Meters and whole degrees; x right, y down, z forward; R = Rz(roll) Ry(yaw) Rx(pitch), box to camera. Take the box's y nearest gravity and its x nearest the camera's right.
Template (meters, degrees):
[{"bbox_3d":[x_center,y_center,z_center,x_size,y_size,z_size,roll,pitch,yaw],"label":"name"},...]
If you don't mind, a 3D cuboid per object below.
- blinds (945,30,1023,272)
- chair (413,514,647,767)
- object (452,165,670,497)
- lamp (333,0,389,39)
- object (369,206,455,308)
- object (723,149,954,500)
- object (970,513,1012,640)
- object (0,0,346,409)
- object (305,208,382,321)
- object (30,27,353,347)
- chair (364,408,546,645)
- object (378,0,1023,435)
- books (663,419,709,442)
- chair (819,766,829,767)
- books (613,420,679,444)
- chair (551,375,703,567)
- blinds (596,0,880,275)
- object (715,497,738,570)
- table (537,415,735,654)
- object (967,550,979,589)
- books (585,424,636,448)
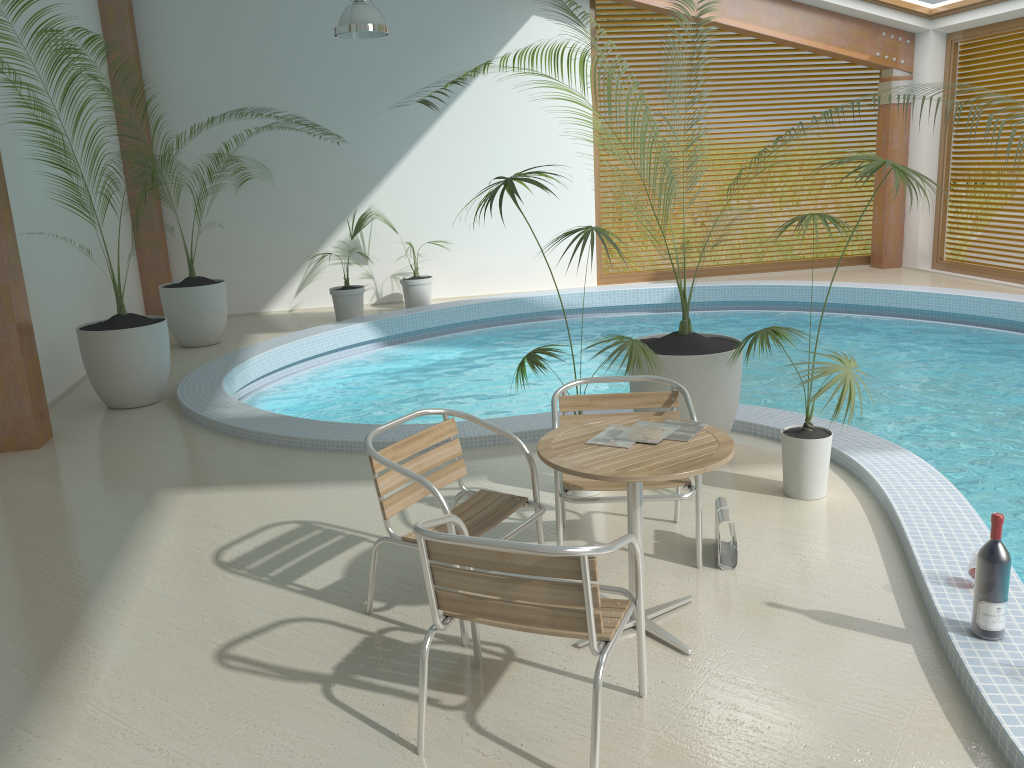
[{"bbox_3d":[6.255,-2.563,9.861,0.095,2.921,4.200,-5,14,-10],"label":"blinds"},{"bbox_3d":[0.056,0.707,2.734,0.618,0.727,0.563,3,15,22],"label":"chair"},{"bbox_3d":[0.259,-0.239,4.485,1.059,1.695,0.791,4,16,25],"label":"object"},{"bbox_3d":[-1.445,-4.185,7.990,0.506,1.958,0.505,-5,14,-10],"label":"lamp"},{"bbox_3d":[-1.215,-1.579,10.864,1.067,1.310,0.822,-2,14,2],"label":"object"},{"bbox_3d":[1.544,-0.263,4.316,0.791,1.695,1.059,-9,15,-22],"label":"object"},{"bbox_3d":[1.610,0.639,2.972,0.109,0.435,0.109,4,16,24],"label":"object"},{"bbox_3d":[-3.024,-1.336,6.891,2.979,2.960,2.729,11,20,44],"label":"object"},{"bbox_3d":[-1.876,-1.408,10.326,0.822,1.310,1.067,5,16,29],"label":"object"},{"bbox_3d":[-3.271,-1.907,9.198,2.729,2.960,2.979,-11,16,-28],"label":"object"},{"bbox_3d":[-0.221,0.517,3.541,0.563,0.727,0.618,6,17,31],"label":"chair"},{"bbox_3d":[1.020,-1.006,4.759,2.979,2.960,2.729,-1,14,7],"label":"object"},{"bbox_3d":[0.615,0.171,3.301,0.166,0.004,0.241,6,16,30],"label":"books"},{"bbox_3d":[0.066,1.039,1.159,1.903,0.866,0.861,-12,17,-30],"label":"chair"},{"bbox_3d":[0.500,0.178,3.281,0.166,0.004,0.241,6,16,30],"label":"books"},{"bbox_3d":[0.495,0.383,3.926,0.618,0.727,0.563,-2,14,2],"label":"chair"},{"bbox_3d":[3.081,-3.584,12.261,4.500,4.025,0.099,-5,14,-10],"label":"blinds"},{"bbox_3d":[0.931,0.644,3.856,0.081,0.223,0.272,0,14,10],"label":"object"},{"bbox_3d":[0.458,0.560,3.274,0.700,0.720,0.700,-1,14,9],"label":"table"},{"bbox_3d":[1.762,0.699,3.321,0.102,0.137,0.102,-3,14,-1],"label":"object"},{"bbox_3d":[0.396,0.192,3.264,0.166,0.004,0.241,6,16,30],"label":"books"}]
